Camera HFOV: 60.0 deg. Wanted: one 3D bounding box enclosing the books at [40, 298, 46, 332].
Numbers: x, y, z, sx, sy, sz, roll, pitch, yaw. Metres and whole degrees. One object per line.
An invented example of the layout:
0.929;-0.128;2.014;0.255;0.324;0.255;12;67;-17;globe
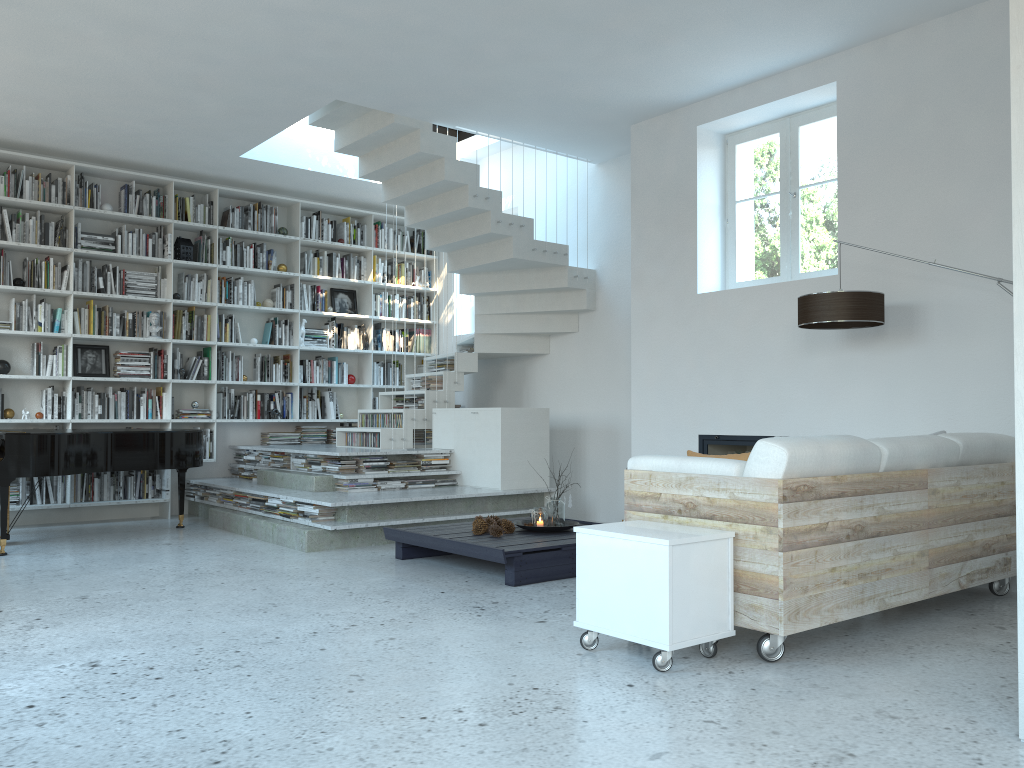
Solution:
-4.048;-0.579;7.645;0.011;0.300;0.178;1;-2;-39;books

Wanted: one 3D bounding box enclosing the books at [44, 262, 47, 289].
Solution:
-4.046;-0.924;7.667;0.017;0.253;0.139;1;-2;-39;books

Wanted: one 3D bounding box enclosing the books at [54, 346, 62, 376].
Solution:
-3.952;-0.193;7.719;0.027;0.269;0.178;1;-2;-39;books

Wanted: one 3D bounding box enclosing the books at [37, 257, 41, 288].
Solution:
-4.090;-0.942;7.645;0.033;0.287;0.155;1;-2;-39;books

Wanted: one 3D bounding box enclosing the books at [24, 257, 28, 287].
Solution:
-4.164;-0.938;7.592;0.012;0.276;0.129;1;-2;-39;books

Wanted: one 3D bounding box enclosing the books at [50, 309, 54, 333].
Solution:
-4.012;-0.536;7.700;0.026;0.219;0.150;1;-2;-39;books

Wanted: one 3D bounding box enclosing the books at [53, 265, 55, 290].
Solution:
-3.998;-0.910;7.709;0.011;0.229;0.165;1;-2;-39;books

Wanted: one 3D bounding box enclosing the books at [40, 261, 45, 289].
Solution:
-4.051;-0.921;7.632;0.013;0.243;0.189;1;-2;-39;books

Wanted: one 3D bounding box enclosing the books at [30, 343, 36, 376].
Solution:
-4.103;-0.205;7.602;0.012;0.285;0.159;1;-2;-39;books

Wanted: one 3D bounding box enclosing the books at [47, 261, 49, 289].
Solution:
-4.029;-0.924;7.672;0.006;0.253;0.180;1;-2;-39;books

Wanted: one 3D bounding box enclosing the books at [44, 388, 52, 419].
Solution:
-4.012;0.171;7.659;0.027;0.269;0.159;1;-2;-39;books

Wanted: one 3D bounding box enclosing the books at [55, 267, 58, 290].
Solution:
-3.984;-0.902;7.720;0.024;0.216;0.142;1;-2;-39;books

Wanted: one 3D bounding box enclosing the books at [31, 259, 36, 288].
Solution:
-4.115;-0.933;7.624;0.009;0.266;0.149;1;-2;-39;books

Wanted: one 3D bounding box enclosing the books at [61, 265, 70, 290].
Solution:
-3.913;-0.912;7.738;0.064;0.237;0.209;1;-2;-39;books

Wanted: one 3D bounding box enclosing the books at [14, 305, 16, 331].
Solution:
-4.230;-0.550;7.516;0.010;0.232;0.154;1;-2;-39;books

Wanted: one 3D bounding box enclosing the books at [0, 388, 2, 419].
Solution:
-4.303;0.166;7.420;0.027;0.261;0.163;1;-2;-39;books

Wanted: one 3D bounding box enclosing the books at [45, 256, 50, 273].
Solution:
-4.026;-0.949;7.678;0.006;0.303;0.165;1;-2;-39;books

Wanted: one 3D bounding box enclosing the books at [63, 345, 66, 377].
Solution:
-3.921;-0.198;7.736;0.021;0.281;0.162;1;-2;-39;books

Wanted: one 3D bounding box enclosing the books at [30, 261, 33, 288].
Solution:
-4.117;-0.919;7.583;0.005;0.236;0.178;1;-2;-39;books

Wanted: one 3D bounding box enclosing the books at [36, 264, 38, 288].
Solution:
-4.089;-0.908;7.604;0.006;0.216;0.181;1;-2;-39;books

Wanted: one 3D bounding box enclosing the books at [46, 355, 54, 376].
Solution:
-4.013;-0.155;7.668;0.057;0.188;0.156;1;-2;-39;books

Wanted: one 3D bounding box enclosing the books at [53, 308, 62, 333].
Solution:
-3.964;-0.540;7.709;0.060;0.227;0.179;1;-2;-39;books

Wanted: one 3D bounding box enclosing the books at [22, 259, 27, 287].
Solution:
-4.166;-0.928;7.580;0.005;0.254;0.161;1;-2;-39;books

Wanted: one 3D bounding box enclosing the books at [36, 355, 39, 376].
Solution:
-4.086;-0.156;7.610;0.025;0.186;0.154;1;-2;-39;books

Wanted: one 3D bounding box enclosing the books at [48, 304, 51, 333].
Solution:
-4.031;-0.555;7.685;0.022;0.256;0.152;1;-2;-39;books

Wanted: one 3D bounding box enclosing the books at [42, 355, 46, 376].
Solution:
-4.056;-0.152;7.653;0.030;0.183;0.154;1;-2;-39;books

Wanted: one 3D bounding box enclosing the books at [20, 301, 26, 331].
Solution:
-4.173;-0.566;7.557;0.022;0.267;0.151;1;-2;-39;books

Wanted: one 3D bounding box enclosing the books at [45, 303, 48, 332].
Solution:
-4.035;-0.558;7.656;0.023;0.259;0.170;1;-2;-39;books

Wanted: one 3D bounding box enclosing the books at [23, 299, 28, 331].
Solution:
-4.152;-0.575;7.559;0.012;0.286;0.167;1;-2;-39;books

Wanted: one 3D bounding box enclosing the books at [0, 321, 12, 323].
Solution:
-4.356;-0.517;7.405;0.285;0.012;0.159;2;-3;-43;books

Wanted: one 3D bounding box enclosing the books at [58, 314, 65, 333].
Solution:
-3.941;-0.515;7.750;0.027;0.181;0.142;1;-2;-39;books

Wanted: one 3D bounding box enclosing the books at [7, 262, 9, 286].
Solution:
-4.274;-0.912;7.496;0.012;0.218;0.151;1;-2;-39;books

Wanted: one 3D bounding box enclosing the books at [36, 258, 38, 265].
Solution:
-4.098;-0.937;7.625;0.005;0.275;0.157;1;-2;-39;books

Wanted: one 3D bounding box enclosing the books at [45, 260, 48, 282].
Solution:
-4.037;-0.930;7.673;0.004;0.265;0.142;1;-2;-39;books

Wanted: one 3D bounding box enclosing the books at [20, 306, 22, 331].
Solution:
-4.200;-0.546;7.553;0.024;0.227;0.137;1;-2;-39;books

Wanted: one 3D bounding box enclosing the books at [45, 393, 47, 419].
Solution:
-4.040;0.193;7.660;0.015;0.225;0.148;1;-2;-39;books

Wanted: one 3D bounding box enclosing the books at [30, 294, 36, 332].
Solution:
-4.111;-0.595;7.602;0.010;0.329;0.173;1;-2;-39;books

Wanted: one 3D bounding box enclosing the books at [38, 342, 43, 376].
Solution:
-4.068;-0.211;7.636;0.012;0.298;0.166;1;-2;-39;books

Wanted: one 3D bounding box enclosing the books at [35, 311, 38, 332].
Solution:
-4.106;-0.524;7.623;0.025;0.189;0.140;1;-2;-39;books

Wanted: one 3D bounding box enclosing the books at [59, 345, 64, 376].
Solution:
-3.932;-0.198;7.723;0.011;0.279;0.187;1;-2;-39;books

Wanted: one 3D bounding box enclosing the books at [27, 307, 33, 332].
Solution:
-4.139;-0.543;7.589;0.048;0.224;0.149;1;-2;-39;books

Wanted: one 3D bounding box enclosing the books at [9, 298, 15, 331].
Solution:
-4.230;-0.577;7.500;0.012;0.285;0.159;1;-2;-39;books

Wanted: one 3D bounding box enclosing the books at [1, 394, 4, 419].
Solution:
-4.293;0.191;7.446;0.023;0.212;0.160;1;-2;-39;books

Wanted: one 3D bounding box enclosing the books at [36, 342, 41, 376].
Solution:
-4.079;-0.208;7.631;0.011;0.291;0.156;1;-2;-39;books

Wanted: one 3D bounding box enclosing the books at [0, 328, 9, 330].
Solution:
-4.362;-0.456;7.411;0.254;0.012;0.161;2;-3;-39;books

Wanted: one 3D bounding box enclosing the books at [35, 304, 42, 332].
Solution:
-4.074;-0.553;7.625;0.028;0.247;0.170;1;-2;-39;books

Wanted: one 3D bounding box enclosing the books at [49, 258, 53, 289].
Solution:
-4.012;-0.938;7.685;0.022;0.284;0.190;1;-2;-39;books

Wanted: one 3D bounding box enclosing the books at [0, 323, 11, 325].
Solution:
-4.359;-0.505;7.409;0.285;0.012;0.159;2;-3;-37;books

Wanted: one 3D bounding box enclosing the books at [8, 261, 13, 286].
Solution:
-4.249;-0.919;7.504;0.031;0.232;0.148;1;-2;-39;books

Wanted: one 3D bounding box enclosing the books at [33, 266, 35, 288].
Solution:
-4.117;-0.900;7.611;0.011;0.200;0.162;1;-2;-39;books

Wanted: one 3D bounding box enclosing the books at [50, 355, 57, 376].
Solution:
-3.984;-0.153;7.697;0.024;0.188;0.172;1;-2;-39;books

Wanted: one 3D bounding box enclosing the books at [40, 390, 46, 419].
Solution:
-4.045;0.178;7.646;0.012;0.254;0.161;1;-2;-39;books

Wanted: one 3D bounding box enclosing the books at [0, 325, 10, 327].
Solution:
-4.355;-0.481;7.403;0.254;0.012;0.161;2;-3;-44;books

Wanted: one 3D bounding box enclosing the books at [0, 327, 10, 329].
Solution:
-4.356;-0.469;7.404;0.254;0.012;0.161;2;-3;-43;books

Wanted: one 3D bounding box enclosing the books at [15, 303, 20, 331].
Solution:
-4.203;-0.558;7.515;0.030;0.247;0.174;1;-2;-39;books

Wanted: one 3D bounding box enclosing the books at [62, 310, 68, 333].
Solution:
-3.922;-0.533;7.769;0.026;0.217;0.126;1;-2;-39;books

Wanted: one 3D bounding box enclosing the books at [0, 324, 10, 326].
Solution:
-4.358;-0.493;7.407;0.254;0.012;0.161;2;-3;-42;books

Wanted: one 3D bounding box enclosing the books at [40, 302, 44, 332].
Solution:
-4.052;-0.562;7.630;0.012;0.265;0.193;1;-2;-39;books

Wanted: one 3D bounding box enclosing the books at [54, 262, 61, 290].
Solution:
-3.960;-0.923;7.728;0.022;0.257;0.155;1;-2;-39;books

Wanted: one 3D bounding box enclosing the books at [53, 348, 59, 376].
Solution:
-3.964;-0.181;7.701;0.012;0.244;0.171;1;-2;-39;books
